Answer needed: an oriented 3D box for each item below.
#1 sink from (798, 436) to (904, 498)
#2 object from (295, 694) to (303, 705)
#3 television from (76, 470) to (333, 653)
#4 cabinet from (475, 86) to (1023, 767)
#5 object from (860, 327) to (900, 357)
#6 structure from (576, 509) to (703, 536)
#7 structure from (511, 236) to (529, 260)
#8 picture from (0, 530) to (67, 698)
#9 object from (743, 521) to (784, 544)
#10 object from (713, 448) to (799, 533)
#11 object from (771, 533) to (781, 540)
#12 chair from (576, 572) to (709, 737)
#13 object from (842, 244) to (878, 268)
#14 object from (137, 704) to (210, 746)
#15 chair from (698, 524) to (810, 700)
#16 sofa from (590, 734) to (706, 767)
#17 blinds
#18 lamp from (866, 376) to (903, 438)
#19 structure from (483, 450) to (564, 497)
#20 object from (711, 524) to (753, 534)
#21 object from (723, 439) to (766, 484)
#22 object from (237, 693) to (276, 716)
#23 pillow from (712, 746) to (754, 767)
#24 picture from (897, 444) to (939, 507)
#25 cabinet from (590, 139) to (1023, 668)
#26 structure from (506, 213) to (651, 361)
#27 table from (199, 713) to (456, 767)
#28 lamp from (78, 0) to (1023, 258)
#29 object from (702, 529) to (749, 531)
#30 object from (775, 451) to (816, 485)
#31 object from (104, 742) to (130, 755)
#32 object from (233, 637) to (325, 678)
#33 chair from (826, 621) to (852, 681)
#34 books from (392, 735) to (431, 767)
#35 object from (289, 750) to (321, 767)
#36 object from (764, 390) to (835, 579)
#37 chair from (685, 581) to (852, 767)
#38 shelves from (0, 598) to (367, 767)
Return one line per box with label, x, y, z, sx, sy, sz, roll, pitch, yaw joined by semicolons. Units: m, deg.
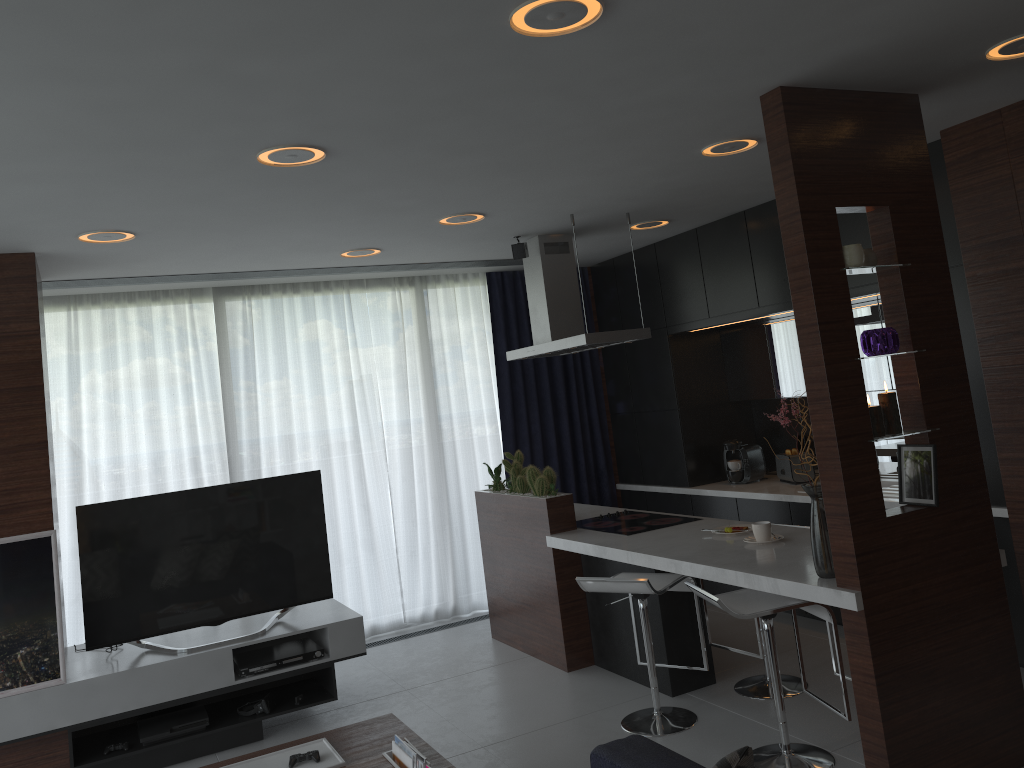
sink;2.170;0.579;5.202;0.505;0.496;0.845;-5;-3;-26
object;-1.098;1.631;4.559;0.044;0.044;0.043;-6;-4;-26
television;-1.582;0.937;4.645;1.234;0.792;0.294;-6;-5;-26
cabinet;0.743;0.264;4.679;0.788;2.570;3.304;-4;-4;-26
object;1.361;-0.156;3.269;0.134;0.098;0.132;-8;-3;14
structure;0.671;0.810;5.112;0.506;0.057;0.757;-7;-1;-26
structure;0.049;-0.856;5.584;0.084;0.143;0.114;-8;-4;14
picture;-2.340;1.065;4.038;0.502;0.706;0.052;-5;-6;-26
object;1.151;0.683;4.060;0.180;0.087;0.182;-9;-2;40
object;1.485;0.584;5.139;0.139;0.223;1.879;-10;-2;29
object;1.208;0.705;4.082;0.036;0.013;0.164;-7;-1;-1
chair;0.607;1.204;4.087;0.393;0.714;0.464;-11;-6;36
object;1.292;-0.469;3.277;0.218;0.086;0.087;-6;-3;-43
object;-1.688;1.689;4.392;0.315;0.068;0.311;-7;-1;-26
chair;1.256;1.111;4.378;0.465;0.746;0.392;-4;-5;-31
sofa;-0.853;1.408;2.012;2.881;0.612;1.882;-7;-1;-26
blinds;-0.533;0.288;2.969;5.816;2.792;7.074;-6;-2;-23
lamp;1.345;0.084;3.242;0.154;0.212;0.076;-6;-5;-14
structure;0.028;0.559;5.541;0.223;0.288;0.992;-5;-2;-24
object;1.110;0.727;4.387;0.237;0.019;0.239;-8;-1;36
object;1.626;0.541;6.247;0.270;0.314;0.213;-4;-5;-41
object;-1.315;1.641;4.520;0.183;0.079;0.116;-7;-2;4
pillow;0.386;1.053;1.921;0.220;0.388;0.415;-10;-4;34
picture;1.503;0.337;3.275;0.051;0.223;0.173;-5;-5;-22
cabinet;1.842;0.142;5.800;0.707;2.572;3.446;-4;-4;-26
structure;0.343;-0.586;5.562;0.448;0.765;1.034;-5;-3;-26
table;-0.657;1.528;3.074;0.803;0.355;0.798;-6;-2;-26
lamp;1.942;-1.144;4.552;9.614;0.085;5.299;-6;-1;-40
object;1.059;0.724;4.386;0.247;0.008;0.026;-8;-1;33
object;1.886;0.562;5.912;0.176;0.197;0.258;-7;-3;-6
object;-1.877;1.727;4.201;0.113;0.037;0.070;-7;-2;-13
object;-1.242;1.441;4.658;0.431;0.053;0.332;-7;-1;-26
chair;1.643;1.053;3.695;0.465;0.746;0.392;-5;-5;-20
books;2.050;1.141;5.689;0.401;0.375;8.256;-10;-3;43
object;-0.752;1.353;3.201;0.113;0.037;0.070;-7;-2;-13
object;1.094;0.351;3.333;0.388;0.740;0.196;-2;-7;-45
chair;1.017;1.145;3.535;0.464;0.714;0.392;-6;-5;-9
shelves;-2.003;1.640;4.557;2.357;0.503;0.865;-7;-2;-26
